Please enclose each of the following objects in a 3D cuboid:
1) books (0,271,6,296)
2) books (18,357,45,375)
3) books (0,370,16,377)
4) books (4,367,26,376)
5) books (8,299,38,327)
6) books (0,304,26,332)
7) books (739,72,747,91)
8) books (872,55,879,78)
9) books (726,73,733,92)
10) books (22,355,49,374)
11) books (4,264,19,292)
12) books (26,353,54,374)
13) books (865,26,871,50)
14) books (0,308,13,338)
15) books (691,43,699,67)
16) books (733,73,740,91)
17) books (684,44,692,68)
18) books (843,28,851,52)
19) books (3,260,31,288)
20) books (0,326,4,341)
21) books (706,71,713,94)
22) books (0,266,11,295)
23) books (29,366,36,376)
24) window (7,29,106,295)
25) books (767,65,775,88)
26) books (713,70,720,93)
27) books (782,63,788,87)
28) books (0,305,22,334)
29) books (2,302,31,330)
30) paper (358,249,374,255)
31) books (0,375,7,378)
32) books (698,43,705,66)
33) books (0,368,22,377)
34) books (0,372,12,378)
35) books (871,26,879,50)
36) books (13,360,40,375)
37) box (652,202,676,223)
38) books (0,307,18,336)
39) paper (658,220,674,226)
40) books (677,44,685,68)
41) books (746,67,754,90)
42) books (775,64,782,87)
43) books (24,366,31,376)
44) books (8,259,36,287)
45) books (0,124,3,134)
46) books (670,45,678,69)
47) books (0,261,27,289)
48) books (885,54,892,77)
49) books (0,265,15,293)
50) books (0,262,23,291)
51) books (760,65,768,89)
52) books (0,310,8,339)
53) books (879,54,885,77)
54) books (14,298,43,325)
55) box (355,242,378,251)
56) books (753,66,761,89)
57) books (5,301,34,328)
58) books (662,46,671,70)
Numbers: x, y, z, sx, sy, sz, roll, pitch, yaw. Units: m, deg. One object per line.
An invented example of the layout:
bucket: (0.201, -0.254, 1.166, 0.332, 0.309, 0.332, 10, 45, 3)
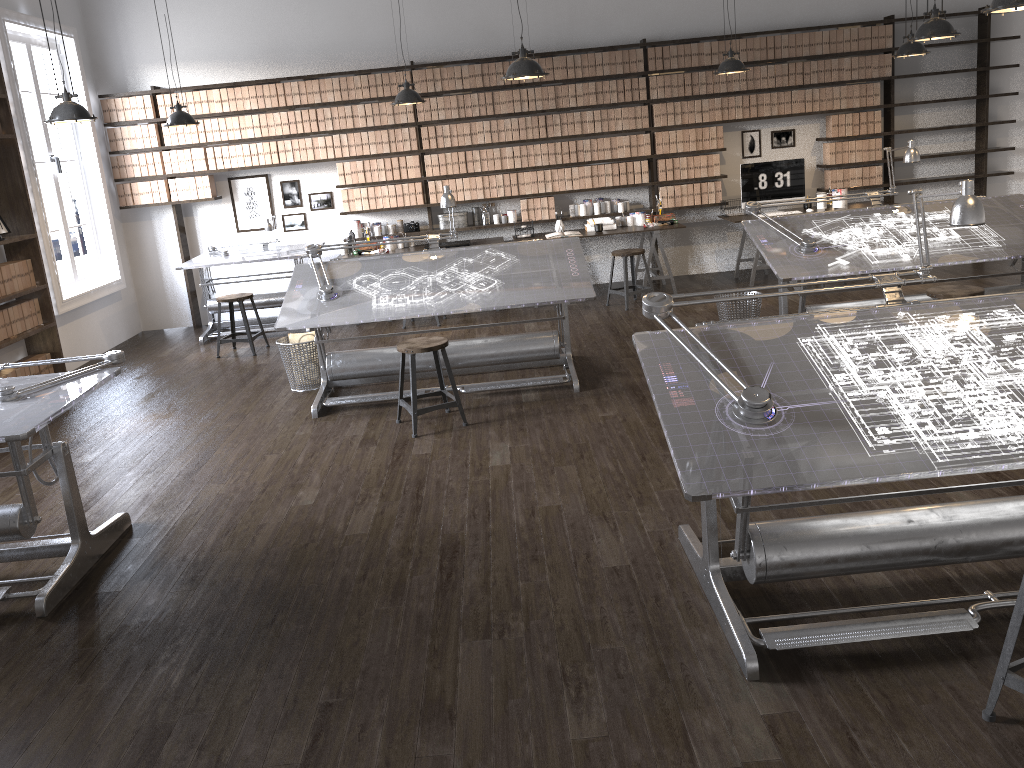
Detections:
books: (-4.064, -0.786, 6.890, 0.174, 0.223, 0.067, -6, 13, 0)
books: (-3.992, -0.099, 7.371, 0.174, 0.223, 0.067, -6, 13, 0)
books: (-3.984, 0.016, 6.959, 0.174, 0.223, 0.067, -6, 13, 0)
books: (-3.989, -0.021, 7.090, 0.174, 0.223, 0.067, -6, 13, 0)
books: (-4.044, -0.579, 7.330, 0.174, 0.223, 0.067, -6, 13, 0)
books: (-4.037, -0.524, 7.130, 0.174, 0.223, 0.067, -6, 13, 0)
books: (2.318, -3.075, 8.957, 0.067, 0.223, 0.176, -6, 14, 0)
books: (3.647, -3.206, 8.966, 0.067, 0.223, 0.176, -6, 14, 0)
books: (2.183, -3.063, 8.959, 0.067, 0.223, 0.176, -6, 14, 0)
books: (-4.000, -0.119, 7.443, 0.174, 0.223, 0.067, -6, 13, 0)
books: (-4.067, -0.839, 7.082, 0.174, 0.223, 0.067, -6, 13, 0)
books: (-4.000, -0.140, 7.517, 0.174, 0.223, 0.067, -6, 13, 0)
books: (3.544, -3.466, 8.907, 0.067, 0.223, 0.176, -6, 14, 0)
books: (-4.032, -0.468, 6.930, 0.174, 0.223, 0.067, -6, 13, 0)
books: (1.817, -3.294, 8.891, 0.067, 0.223, 0.176, -6, 14, 0)
books: (2.246, -3.069, 8.958, 0.067, 0.223, 0.176, -6, 14, 0)
books: (1.750, -3.289, 8.896, 0.067, 0.223, 0.176, -6, 14, 0)
books: (3.337, -3.445, 8.905, 0.067, 0.223, 0.176, -6, 14, 0)
books: (-4.076, -0.895, 7.283, 0.174, 0.223, 0.067, -6, 13, 0)
books: (-4.026, -0.430, 6.794, 0.174, 0.223, 0.067, -6, 13, 0)
books: (1.979, -3.043, 8.959, 0.067, 0.223, 0.176, -6, 14, 0)
books: (-4.060, -0.805, 6.956, 0.174, 0.223, 0.067, -6, 13, 0)
books: (-3.989, -0.059, 7.228, 0.174, 0.223, 0.067, -6, 13, 0)
window: (-4.149, -1.956, 7.980, 0.153, 2.283, 1.259, -6, 14, 0)
books: (2.599, -3.103, 8.958, 0.067, 0.223, 0.176, -6, 14, 0)
books: (2.050, -3.050, 8.960, 0.067, 0.223, 0.176, -6, 14, 0)
books: (2.734, -3.117, 8.963, 0.067, 0.223, 0.176, -6, 14, 0)
books: (-4.034, -0.507, 7.069, 0.174, 0.223, 0.067, -6, 13, 0)
books: (-4.034, -0.542, 7.195, 0.174, 0.223, 0.067, -6, 13, 0)
paper: (-1.449, -1.313, 8.809, 0.155, 0.038, 0.139, -10, 16, -15)
books: (-3.976, 0.052, 6.827, 0.174, 0.223, 0.067, -6, 13, 0)
books: (1.884, -3.302, 8.896, 0.067, 0.223, 0.176, -6, 14, 0)
books: (-3.981, -0.003, 7.024, 0.174, 0.223, 0.067, -6, 13, 0)
books: (-3.980, 0.033, 6.898, 0.174, 0.223, 0.067, -6, 13, 0)
books: (3.618, -3.473, 8.909, 0.067, 0.223, 0.176, -6, 14, 0)
books: (-3.996, -0.078, 7.297, 0.174, 0.223, 0.067, -6, 13, 0)
box: (1.535, -1.735, 8.961, 0.212, 0.205, 0.139, -6, 14, 0)
books: (-4.030, -0.487, 6.998, 0.174, 0.223, 0.067, -6, 13, 0)
paper: (1.532, -1.607, 8.831, 0.155, 0.038, 0.139, -2, 16, 14)
books: (1.679, -3.282, 8.896, 0.067, 0.223, 0.176, -6, 14, 0)
books: (2.388, -3.083, 8.961, 0.067, 0.223, 0.176, -6, 14, 0)
books: (2.671, -3.110, 8.958, 0.067, 0.223, 0.176, -6, 14, 0)
books: (-3.991, -0.040, 7.159, 0.174, 0.223, 0.067, -6, 13, 0)
books: (-4.071, -0.913, 7.347, 0.174, 0.223, 0.067, -6, 13, 0)
books: (-4.192, -2.090, 7.071, 0.174, 0.223, 0.067, -6, 13, 0)
books: (1.609, -3.274, 8.891, 0.067, 0.223, 0.176, -6, 14, 0)
books: (-4.072, -0.876, 7.215, 0.174, 0.223, 0.067, -6, 13, 0)
books: (3.776, -3.220, 8.969, 0.067, 0.223, 0.176, -6, 14, 0)
books: (-4.066, -0.822, 7.021, 0.174, 0.223, 0.067, -6, 13, 0)
books: (-4.067, -0.858, 7.147, 0.174, 0.223, 0.067, -6, 13, 0)
books: (2.527, -3.097, 8.960, 0.067, 0.223, 0.176, -6, 14, 0)
books: (-4.032, -0.449, 6.862, 0.174, 0.223, 0.067, -6, 13, 0)
books: (3.713, -3.214, 8.971, 0.067, 0.223, 0.176, -6, 14, 0)
books: (-4.042, -0.599, 7.399, 0.174, 0.223, 0.067, -6, 13, 0)
box: (-1.471, -1.378, 8.953, 0.212, 0.082, 0.139, -6, 15, -1)
books: (2.457, -3.091, 8.964, 0.067, 0.223, 0.176, -6, 14, 0)
books: (-4.042, -0.560, 7.261, 0.174, 0.223, 0.067, -6, 13, 0)
books: (1.538, -3.268, 8.895, 0.067, 0.223, 0.176, -6, 14, 0)
